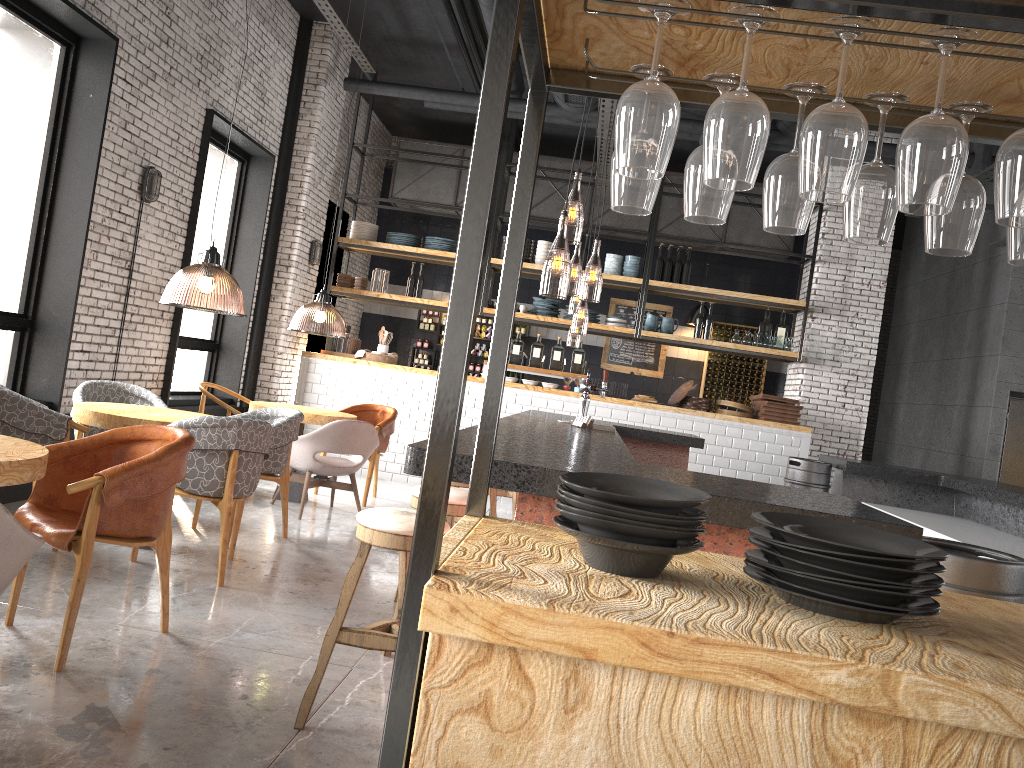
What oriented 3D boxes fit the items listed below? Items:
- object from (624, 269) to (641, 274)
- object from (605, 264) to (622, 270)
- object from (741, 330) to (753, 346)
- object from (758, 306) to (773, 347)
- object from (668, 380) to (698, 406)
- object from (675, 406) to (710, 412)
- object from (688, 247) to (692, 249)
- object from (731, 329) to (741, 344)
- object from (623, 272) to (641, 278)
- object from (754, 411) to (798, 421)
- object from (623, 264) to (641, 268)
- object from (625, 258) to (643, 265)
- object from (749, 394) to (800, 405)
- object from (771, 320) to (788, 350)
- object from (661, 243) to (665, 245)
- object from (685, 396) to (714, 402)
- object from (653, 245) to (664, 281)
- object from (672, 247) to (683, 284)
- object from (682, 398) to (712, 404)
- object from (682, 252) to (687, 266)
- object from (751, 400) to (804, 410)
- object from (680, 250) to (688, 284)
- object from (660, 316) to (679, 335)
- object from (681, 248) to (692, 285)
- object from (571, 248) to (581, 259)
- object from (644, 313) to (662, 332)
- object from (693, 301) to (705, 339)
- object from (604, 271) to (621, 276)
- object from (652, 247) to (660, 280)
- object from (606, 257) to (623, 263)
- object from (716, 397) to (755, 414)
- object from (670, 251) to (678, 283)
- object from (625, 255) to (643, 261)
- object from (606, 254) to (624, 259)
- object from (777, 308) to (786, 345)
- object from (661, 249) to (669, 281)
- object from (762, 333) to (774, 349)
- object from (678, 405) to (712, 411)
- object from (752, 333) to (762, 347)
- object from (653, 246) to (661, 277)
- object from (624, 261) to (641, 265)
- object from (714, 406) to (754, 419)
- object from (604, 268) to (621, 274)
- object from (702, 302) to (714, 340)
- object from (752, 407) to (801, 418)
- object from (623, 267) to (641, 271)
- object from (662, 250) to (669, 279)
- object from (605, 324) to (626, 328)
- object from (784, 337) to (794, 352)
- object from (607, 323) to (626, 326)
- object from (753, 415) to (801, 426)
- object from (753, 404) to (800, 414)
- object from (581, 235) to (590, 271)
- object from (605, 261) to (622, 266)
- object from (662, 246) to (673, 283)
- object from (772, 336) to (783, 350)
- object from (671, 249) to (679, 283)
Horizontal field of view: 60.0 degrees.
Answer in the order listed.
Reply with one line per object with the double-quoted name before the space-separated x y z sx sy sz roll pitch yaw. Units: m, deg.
"object" 1.450 -1.330 10.719 0.218 0.093 0.219 9 0 -11
"object" 1.228 -1.404 10.769 0.210 0.074 0.210 9 0 -20
"object" 2.772 -0.537 10.457 0.118 0.181 0.118 9 -1 -35
"object" 3.036 -0.681 10.617 0.157 0.554 0.105 8 -1 9
"object" 1.952 0.109 10.171 0.241 0.338 0.488 9 0 -9
"object" 2.118 0.292 10.259 0.459 0.019 0.406 9 0 41
"object" 2.122 -1.611 10.570 0.046 0.031 0.046 9 0 -2
"object" 2.653 -0.555 10.486 0.118 0.181 0.118 9 -1 -31
"object" 1.440 -1.298 10.718 0.218 0.085 0.219 9 0 -26
"object" 3.001 0.369 10.127 0.405 0.044 0.635 9 0 8
"object" 1.451 -1.395 10.723 0.218 0.092 0.218 9 0 41
"object" 1.471 -1.457 10.722 0.218 0.096 0.219 9 0 -11
"object" 2.971 0.184 10.072 0.406 0.094 0.636 9 0 3
"object" 3.211 -0.579 10.613 0.157 0.406 0.105 8 -1 9
"object" 1.799 -1.660 10.600 0.046 0.031 0.046 9 0 -17
"object" 2.118 0.162 10.262 0.457 0.019 0.407 8 0 -38
"object" 1.765 -1.436 10.596 0.098 0.458 0.098 8 -1 28
"object" 1.982 -1.403 10.576 0.098 0.458 0.098 9 -1 -17
"object" 2.137 0.198 10.259 0.406 0.019 0.459 8 0 -42
"object" 2.112 -1.385 10.836 0.098 0.458 0.098 9 -1 -17
"object" 3.020 0.237 10.129 0.405 0.044 0.636 9 0 -1
"object" 2.100 -1.386 10.701 0.098 0.458 0.098 9 -1 -17
"object" 1.879 -0.696 10.672 0.165 0.230 0.199 9 -1 -24
"object" 2.088 -1.387 10.566 0.098 0.458 0.098 9 -1 -17
"object" 0.781 -1.592 10.763 0.098 0.471 0.098 8 -1 28
"object" 1.705 -0.722 10.700 0.198 0.230 0.165 8 -1 12
"object" 2.261 -0.760 10.670 0.098 0.471 0.098 9 -1 -7
"object" 1.213 -1.318 10.765 0.210 0.065 0.210 9 0 23
"object" 1.790 -1.440 10.866 0.098 0.471 0.098 8 -1 28
"object" 1.238 -1.490 10.764 0.210 0.076 0.210 9 0 -20
"object" 2.563 0.252 10.183 0.439 0.154 0.437 9 0 -38
"object" 2.006 -1.401 10.846 0.098 0.458 0.098 9 -1 -17
"object" 1.471 -1.489 10.725 0.219 0.091 0.218 9 0 23
"object" 1.247 -1.532 10.766 0.210 0.074 0.210 9 0 10
"object" 3.222 -0.655 10.609 0.141 0.550 0.096 8 -1 9
"object" 1.895 -1.417 10.856 0.098 0.458 0.098 8 -1 28
"object" 3.012 -0.500 10.439 0.118 0.181 0.118 9 -1 -18
"object" 2.137 0.279 10.251 0.406 0.019 0.458 9 0 -22
"object" 2.892 -0.518 10.436 0.118 0.181 0.118 8 -1 38
"object" 1.777 -1.435 10.731 0.098 0.458 0.098 8 -1 28
"object" 1.456 -1.427 10.724 0.218 0.092 0.218 9 0 -44
"object" 2.550 0.318 10.179 0.437 0.097 0.436 9 0 30
"object" 1.219 -1.361 10.765 0.209 0.069 0.210 9 0 -29
"object" 2.367 -0.744 10.661 0.098 0.471 0.098 8 -1 13
"object" 3.007 0.325 10.128 0.405 0.044 0.635 9 0 2
"object" 1.446 -1.363 10.719 0.218 0.092 0.219 9 0 -5
"object" 1.883 -1.419 10.721 0.098 0.458 0.098 8 -1 28
"object" 1.250 -0.693 10.743 0.264 0.026 0.263 9 0 40
"object" 3.249 -0.464 10.383 0.118 0.181 0.118 8 -1 29
"object" 1.252 -0.716 10.743 0.262 0.037 0.263 9 0 -21
"object" 2.994 0.412 10.126 0.405 0.044 0.635 9 0 1
"object" 3.014 0.281 10.128 0.405 0.044 0.635 9 0 6
"object" 0.887 -1.576 10.753 0.098 0.471 0.098 8 -1 28
"object" 1.229 -1.448 10.766 0.210 0.078 0.209 9 0 27
"object" 1.872 -1.420 10.586 0.098 0.458 0.098 8 -1 28
"object" 3.133 -0.482 10.446 0.118 0.181 0.118 9 -1 -11
"object" 1.994 -1.402 10.711 0.098 0.458 0.098 9 -1 -17
